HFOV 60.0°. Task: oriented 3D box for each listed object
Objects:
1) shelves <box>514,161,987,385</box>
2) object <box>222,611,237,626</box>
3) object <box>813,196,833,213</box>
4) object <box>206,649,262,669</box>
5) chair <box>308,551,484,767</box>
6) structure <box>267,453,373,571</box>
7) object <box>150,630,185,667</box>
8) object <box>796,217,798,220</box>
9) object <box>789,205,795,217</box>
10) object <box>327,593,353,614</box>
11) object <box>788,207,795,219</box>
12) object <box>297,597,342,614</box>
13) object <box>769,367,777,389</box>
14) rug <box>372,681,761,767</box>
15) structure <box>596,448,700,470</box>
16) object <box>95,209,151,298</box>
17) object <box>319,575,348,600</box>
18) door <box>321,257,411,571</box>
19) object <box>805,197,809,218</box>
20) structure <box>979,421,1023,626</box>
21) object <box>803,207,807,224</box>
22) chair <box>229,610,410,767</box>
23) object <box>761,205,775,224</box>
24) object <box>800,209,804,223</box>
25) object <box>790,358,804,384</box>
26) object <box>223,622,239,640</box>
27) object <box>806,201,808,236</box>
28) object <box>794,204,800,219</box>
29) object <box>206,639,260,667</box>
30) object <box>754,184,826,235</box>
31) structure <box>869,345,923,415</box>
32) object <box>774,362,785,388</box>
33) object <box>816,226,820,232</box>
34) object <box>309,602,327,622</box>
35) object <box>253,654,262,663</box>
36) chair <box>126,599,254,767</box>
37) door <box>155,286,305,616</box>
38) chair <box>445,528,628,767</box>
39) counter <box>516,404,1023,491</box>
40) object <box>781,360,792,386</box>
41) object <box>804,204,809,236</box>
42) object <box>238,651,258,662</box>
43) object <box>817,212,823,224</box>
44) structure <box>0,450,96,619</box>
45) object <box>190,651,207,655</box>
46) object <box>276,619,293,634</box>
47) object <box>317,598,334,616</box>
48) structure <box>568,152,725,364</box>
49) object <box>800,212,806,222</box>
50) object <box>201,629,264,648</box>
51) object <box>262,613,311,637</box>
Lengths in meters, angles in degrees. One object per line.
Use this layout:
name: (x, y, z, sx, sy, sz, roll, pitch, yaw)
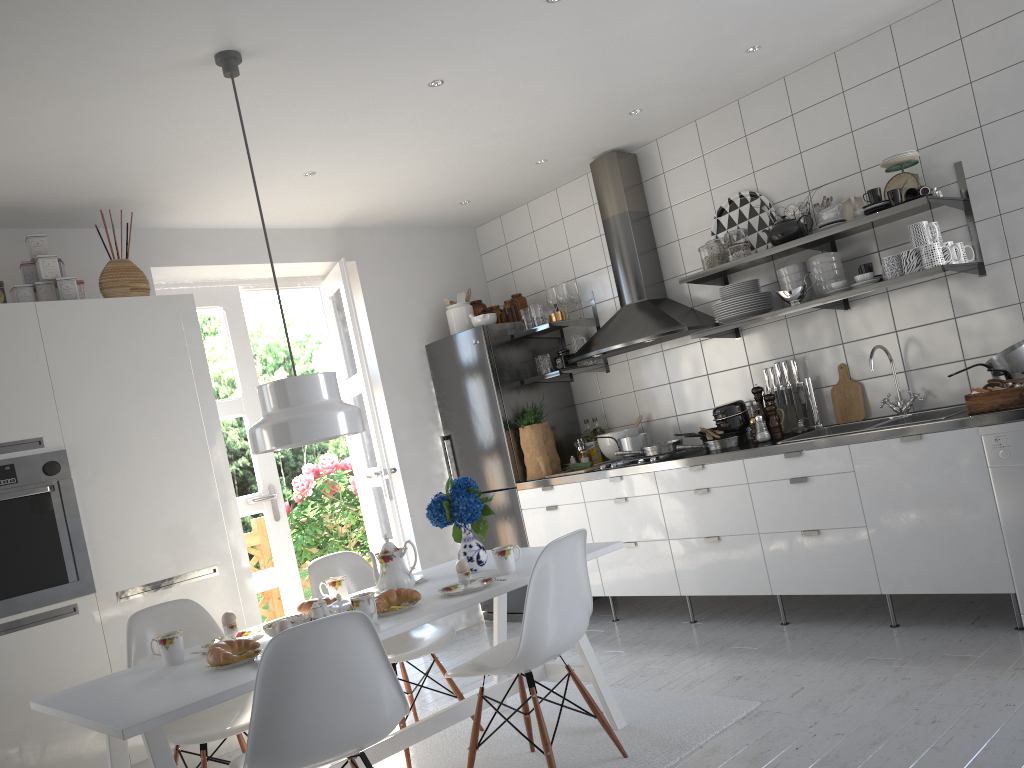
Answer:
shelves: (1.012, -0.465, 4.634, 0.425, 0.512, 2.552, -11, -3, -43)
object: (-0.925, 0.776, 2.901, 0.048, 0.063, 0.048, -11, -2, -39)
object: (1.494, -0.797, 4.211, 0.077, 0.203, 0.105, -11, -2, -45)
object: (-0.797, 0.796, 2.547, 0.158, 0.016, 0.158, -13, -3, 17)
chair: (-0.497, 1.057, 3.534, 0.545, 0.800, 0.463, -13, -2, 41)
structure: (-1.367, 1.182, 6.993, 1.171, 1.279, 1.268, -11, -2, -42)
object: (-1.058, 0.822, 2.748, 0.091, 0.095, 0.078, -13, -2, 34)
object: (1.393, -0.751, 4.352, 0.097, 0.175, 0.024, -11, -1, -31)
object: (1.400, -0.779, 4.392, 0.029, 0.232, 0.062, -13, -1, 35)
object: (-0.565, 0.731, 2.920, 0.140, 0.083, 0.187, -10, -3, -43)
object: (1.392, -0.772, 4.374, 0.028, 0.220, 0.100, -12, -1, 18)
object: (-0.672, 0.766, 3.070, 0.161, 0.057, 0.124, -13, -3, 12)
object: (1.355, -0.032, 4.595, 0.028, 0.114, 0.019, -13, -1, 42)
rug: (-0.409, 1.417, 2.931, 2.301, 0.004, 1.433, -9, -4, -43)
structure: (0.764, 0.398, 4.898, 0.488, 0.029, 0.469, -9, -4, -43)
object: (-1.792, -0.569, 4.041, 0.228, 0.452, 0.091, -11, -1, -42)
object: (-0.643, 0.759, 3.248, 0.090, 0.095, 0.078, -10, -2, -45)
door: (-0.848, 0.449, 5.358, 0.156, 2.325, 0.604, -12, -1, -23)
object: (1.426, -0.786, 4.306, 0.086, 0.226, 0.027, -13, -1, 30)
structure: (2.210, 0.469, 3.294, 0.506, 0.790, 0.576, -11, -2, -43)
object: (1.399, -0.759, 4.277, 0.090, 0.181, 0.023, -13, -1, 20)
chair: (-0.504, 0.998, 2.373, 0.463, 0.800, 0.544, -11, -2, -29)
object: (1.295, -0.766, 4.346, 0.021, 0.249, 0.114, -12, -1, -38)
object: (1.410, -0.761, 4.310, 0.081, 0.186, 0.023, -11, -1, -34)
object: (1.444, -0.065, 4.493, 0.022, 0.132, 0.047, -12, -1, -40)
object: (-0.917, 0.813, 2.901, 0.048, 0.057, 0.048, -12, -2, -2)
object: (1.438, -0.783, 4.325, 0.068, 0.217, 0.020, -12, -1, -17)
object: (1.418, -0.782, 4.364, 0.025, 0.227, 0.085, -12, -1, 16)
object: (-0.817, 0.771, 2.558, 0.124, 0.057, 0.161, -13, -3, 12)
object: (1.374, -0.799, 4.322, 0.379, 0.279, 0.197, -13, -2, 29)
structure: (1.757, -0.016, 4.053, 0.189, 0.352, 0.273, -13, -2, 23)
object: (1.379, -0.048, 4.566, 0.022, 0.132, 0.033, -12, -1, -39)
object: (1.448, -0.708, 4.087, 0.079, 0.047, 0.082, -13, -3, 22)
object: (-0.591, 0.716, 2.704, 0.065, 0.102, 0.069, -11, -2, -43)
object: (-0.623, 0.755, 2.487, 0.200, 0.016, 0.201, -11, -3, -28)
chair: (-1.029, 1.145, 3.031, 0.463, 0.800, 0.545, -11, -2, -44)
door: (-1.601, 0.594, 5.033, 0.600, 2.325, 0.157, -11, -1, -43)
chair: (0.060, 0.903, 2.897, 0.544, 0.800, 0.463, -13, -2, 36)
counter: (1.334, 0.280, 4.287, 0.648, 0.045, 3.254, -9, -4, -43)
object: (1.407, -0.055, 4.535, 0.022, 0.132, 0.033, -12, -1, -39)
object: (1.422, -0.767, 4.284, 0.063, 0.190, 0.023, -13, -1, 29)
object: (-0.769, 0.780, 2.533, 0.109, 0.036, 0.070, -12, -2, 5)
object: (1.499, -0.755, 4.198, 0.084, 0.130, 0.083, -13, -2, 25)
structure: (-2.053, 0.622, 3.613, 0.724, 0.609, 0.323, -10, -2, -43)
object: (-0.994, 0.855, 2.826, 0.140, 0.011, 0.032, -15, -4, 44)
object: (-0.637, 0.693, 2.488, 0.048, 0.063, 0.048, -11, -2, -39)
object: (-0.590, 0.719, 2.772, 0.065, 0.102, 0.069, -11, -2, -43)
structure: (0.593, -0.742, 4.980, 0.470, 1.092, 0.872, -11, -2, -43)
object: (1.404, -0.760, 4.332, 0.153, 0.187, 0.029, -11, -1, -29)
object: (-0.912, 0.839, 2.901, 0.201, 0.016, 0.201, -12, -3, 2)
object: (-0.705, 0.768, 2.801, 0.159, 0.058, 0.157, -14, -3, 37)
